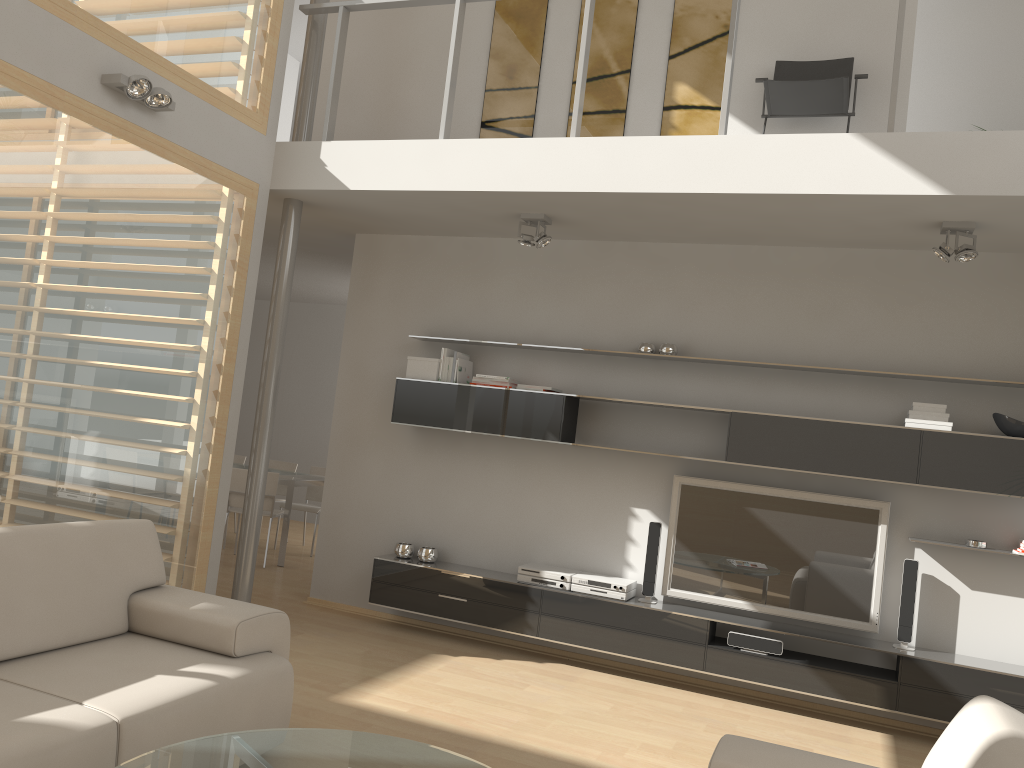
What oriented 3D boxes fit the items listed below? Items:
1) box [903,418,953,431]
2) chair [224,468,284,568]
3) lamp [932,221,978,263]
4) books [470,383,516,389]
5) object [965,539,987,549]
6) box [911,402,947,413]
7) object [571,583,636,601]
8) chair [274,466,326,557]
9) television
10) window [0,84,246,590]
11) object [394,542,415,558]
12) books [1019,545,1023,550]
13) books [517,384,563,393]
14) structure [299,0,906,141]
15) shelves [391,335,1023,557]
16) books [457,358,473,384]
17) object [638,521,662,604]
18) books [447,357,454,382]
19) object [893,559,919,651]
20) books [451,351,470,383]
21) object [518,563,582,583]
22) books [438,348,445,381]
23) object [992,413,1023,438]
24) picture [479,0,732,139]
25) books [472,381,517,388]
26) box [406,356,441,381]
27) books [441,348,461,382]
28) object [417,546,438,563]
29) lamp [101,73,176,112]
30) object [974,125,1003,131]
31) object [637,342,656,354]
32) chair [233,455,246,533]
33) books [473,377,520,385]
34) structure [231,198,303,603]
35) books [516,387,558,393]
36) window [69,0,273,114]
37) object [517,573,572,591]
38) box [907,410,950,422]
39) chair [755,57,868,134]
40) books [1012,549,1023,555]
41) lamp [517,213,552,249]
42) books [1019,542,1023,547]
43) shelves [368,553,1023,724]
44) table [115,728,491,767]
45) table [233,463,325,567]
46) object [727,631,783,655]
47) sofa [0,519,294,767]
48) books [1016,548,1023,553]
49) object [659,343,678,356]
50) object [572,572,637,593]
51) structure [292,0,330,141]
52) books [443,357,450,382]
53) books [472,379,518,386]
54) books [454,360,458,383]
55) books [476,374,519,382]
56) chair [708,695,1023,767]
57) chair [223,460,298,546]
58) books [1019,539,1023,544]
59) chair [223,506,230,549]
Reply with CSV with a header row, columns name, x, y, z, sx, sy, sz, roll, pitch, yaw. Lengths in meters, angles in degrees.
name,x,y,z,sx,sy,sz,roll,pitch,yaw
box,2.292,0.231,4.896,0.232,0.047,0.232,5,-3,22
chair,-2.254,1.147,7.777,0.455,0.807,0.501,7,-3,2
lamp,2.269,-0.716,4.534,0.214,0.195,0.150,5,-3,22
books,-0.100,0.020,5.820,0.297,0.013,0.210,5,-3,22
object,2.509,0.865,4.794,0.105,0.035,0.106,9,-4,-33
box,2.301,0.137,4.902,0.168,0.047,0.168,5,-3,22
object,0.563,1.270,5.461,0.349,0.049,0.250,5,-3,22
chair,-1.954,1.232,8.693,0.455,0.807,0.501,5,-3,22
television,1.529,0.976,5.218,1.224,0.735,0.096,5,-3,22
window,-2.192,-0.001,4.050,0.020,2.500,2.525,5,-3,22
object,-0.728,1.127,6.002,0.143,0.091,0.143,9,-4,-36
books,2.819,0.878,4.644,0.254,0.015,0.190,6,-3,18
books,0.182,0.030,5.719,0.230,0.017,0.227,5,-3,22
structure,1.121,-1.701,4.604,5.400,0.900,0.080,5,-3,22
shelves,1.221,0.310,5.294,4.236,0.914,0.300,5,-3,22
books,-0.315,-0.077,5.949,0.023,0.169,0.230,5,-3,22
object,0.852,1.081,5.399,0.111,0.483,0.116,6,-3,18
books,-0.367,-0.082,5.967,0.027,0.169,0.230,5,-3,22
object,2.178,1.207,4.878,0.111,0.483,0.116,5,-4,28
books,-0.347,-0.101,5.948,0.021,0.210,0.207,5,-3,22
object,0.238,1.189,5.589,0.349,0.049,0.262,5,-3,22
books,-0.429,-0.117,5.988,0.017,0.227,0.230,5,-3,22
object,2.721,0.233,4.723,0.317,0.125,0.223,7,-3,0
picture,0.652,-2.526,5.955,1.684,1.800,0.010,5,-3,22
books,-0.102,0.008,5.822,0.268,0.011,0.190,5,-3,23
box,-0.559,-0.092,6.006,0.232,0.149,0.232,5,-3,22
books,-0.410,-0.115,5.987,0.017,0.227,0.230,5,-3,22
object,-0.564,1.143,5.937,0.143,0.091,0.143,9,-4,-36
lamp,-1.815,-1.432,4.372,0.183,0.110,0.360,5,-3,22
object,3.432,-1.485,5.139,1.331,1.069,1.491,6,-3,19
object,0.847,-0.219,5.578,0.115,0.081,0.115,7,-3,2
chair,-3.134,1.122,9.188,0.455,0.807,0.501,5,-3,22
books,-0.103,-0.021,5.821,0.254,0.015,0.190,5,-3,23
structure,-1.562,0.159,5.635,0.121,2.700,0.122,6,-3,10
books,0.170,0.045,5.727,0.190,0.015,0.254,5,-4,28
window,-1.861,-2.828,4.205,0.020,2.200,2.525,5,-3,22
object,0.232,1.238,5.586,0.349,0.049,0.262,5,-3,22
box,2.296,0.184,4.901,0.200,0.047,0.200,5,-3,22
chair,1.699,-1.567,5.125,0.628,0.825,0.537,5,-3,22
books,2.803,0.902,4.647,0.296,0.013,0.210,5,-3,22
lamp,0.141,-0.919,5.377,0.214,0.195,0.150,5,-3,22
books,2.815,0.863,4.650,0.254,0.015,0.190,5,-3,23
shelves,1.082,1.499,5.229,4.236,0.312,0.300,5,-3,22
table,-0.502,1.272,2.253,1.198,0.370,1.198,4,-4,39
table,-2.784,1.155,8.506,2.199,0.746,0.900,5,-3,22
object,1.379,1.470,5.020,0.300,0.092,0.085,5,-3,22
sofa,-1.671,0.926,2.830,1.168,0.846,2.093,5,-3,22
books,2.808,0.890,4.645,0.268,0.011,0.190,5,-3,23
object,0.967,-0.210,5.484,0.115,0.081,0.115,7,-3,2
object,0.567,1.221,5.459,0.349,0.049,0.262,5,-3,22
structure,-1.232,-2.667,5.790,0.121,2.400,0.122,6,-3,10
books,-0.395,-0.085,5.970,0.027,0.169,0.230,5,-3,22
books,-0.110,-0.006,5.825,0.254,0.015,0.190,6,-3,18
books,-0.335,-0.073,5.942,0.009,0.156,0.207,5,-3,22
books,-0.093,-0.035,5.832,0.227,0.017,0.230,6,-3,17
chair,0.760,1.156,1.852,1.165,0.846,1.562,5,-3,22
chair,-2.536,1.179,8.960,0.455,0.807,0.501,5,-3,22
books,2.809,0.846,4.640,0.227,0.017,0.230,6,-3,17
chair,-2.892,1.089,8.075,0.455,0.807,0.501,6,-3,17
